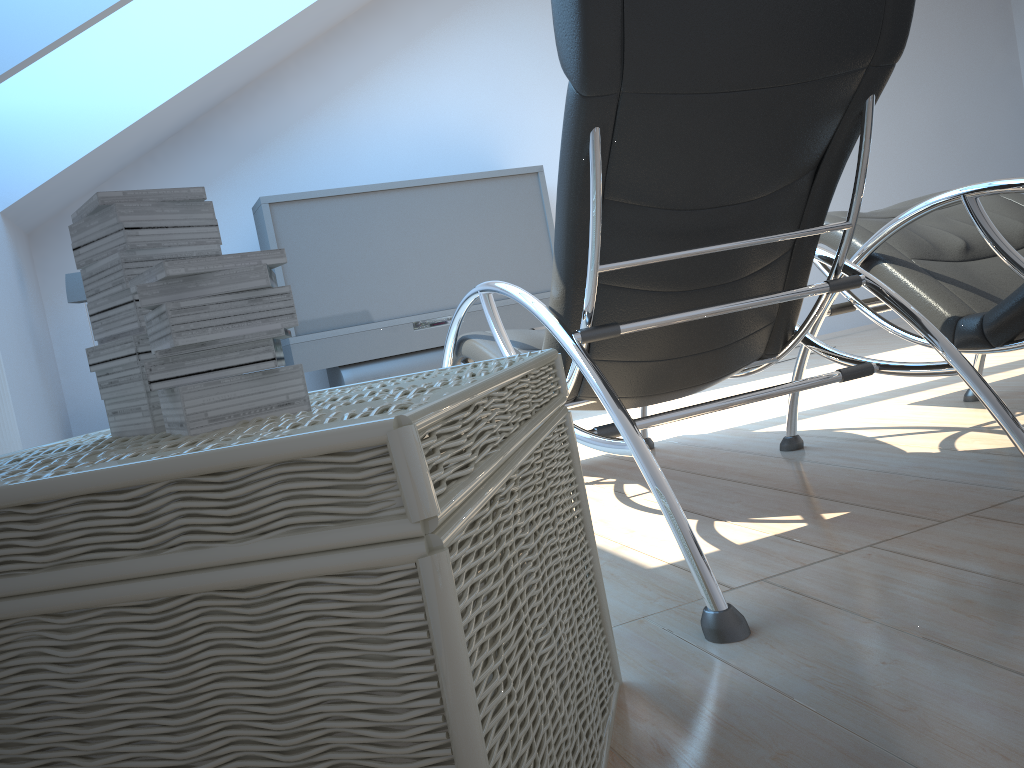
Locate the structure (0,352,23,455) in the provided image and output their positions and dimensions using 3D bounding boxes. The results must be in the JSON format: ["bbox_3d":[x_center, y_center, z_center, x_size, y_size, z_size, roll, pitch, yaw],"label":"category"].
[{"bbox_3d":[-1.517,0.277,2.457,0.120,0.800,1.324,-12,4,-19],"label":"structure"}]

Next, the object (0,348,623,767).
[{"bbox_3d":[-0.307,0.296,1.028,0.745,0.518,0.744,-10,4,11],"label":"object"}]

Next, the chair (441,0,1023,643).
[{"bbox_3d":[0.283,-0.290,2.390,0.836,1.251,1.938,-12,4,-19],"label":"chair"}]

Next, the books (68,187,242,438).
[{"bbox_3d":[-0.451,-0.087,1.142,0.149,0.300,0.149,-7,5,42],"label":"books"}]

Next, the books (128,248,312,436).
[{"bbox_3d":[-0.318,-0.040,0.975,0.162,0.184,0.165,-12,4,-20],"label":"books"}]

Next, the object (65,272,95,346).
[{"bbox_3d":[-2.003,0.039,4.358,0.160,1.181,0.158,-12,4,-19],"label":"object"}]

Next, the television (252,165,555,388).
[{"bbox_3d":[-0.499,-0.439,5.185,1.686,1.446,0.400,-12,4,-23],"label":"television"}]

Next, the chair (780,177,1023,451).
[{"bbox_3d":[1.379,-0.334,2.227,0.836,0.953,2.114,-12,4,-19],"label":"chair"}]
